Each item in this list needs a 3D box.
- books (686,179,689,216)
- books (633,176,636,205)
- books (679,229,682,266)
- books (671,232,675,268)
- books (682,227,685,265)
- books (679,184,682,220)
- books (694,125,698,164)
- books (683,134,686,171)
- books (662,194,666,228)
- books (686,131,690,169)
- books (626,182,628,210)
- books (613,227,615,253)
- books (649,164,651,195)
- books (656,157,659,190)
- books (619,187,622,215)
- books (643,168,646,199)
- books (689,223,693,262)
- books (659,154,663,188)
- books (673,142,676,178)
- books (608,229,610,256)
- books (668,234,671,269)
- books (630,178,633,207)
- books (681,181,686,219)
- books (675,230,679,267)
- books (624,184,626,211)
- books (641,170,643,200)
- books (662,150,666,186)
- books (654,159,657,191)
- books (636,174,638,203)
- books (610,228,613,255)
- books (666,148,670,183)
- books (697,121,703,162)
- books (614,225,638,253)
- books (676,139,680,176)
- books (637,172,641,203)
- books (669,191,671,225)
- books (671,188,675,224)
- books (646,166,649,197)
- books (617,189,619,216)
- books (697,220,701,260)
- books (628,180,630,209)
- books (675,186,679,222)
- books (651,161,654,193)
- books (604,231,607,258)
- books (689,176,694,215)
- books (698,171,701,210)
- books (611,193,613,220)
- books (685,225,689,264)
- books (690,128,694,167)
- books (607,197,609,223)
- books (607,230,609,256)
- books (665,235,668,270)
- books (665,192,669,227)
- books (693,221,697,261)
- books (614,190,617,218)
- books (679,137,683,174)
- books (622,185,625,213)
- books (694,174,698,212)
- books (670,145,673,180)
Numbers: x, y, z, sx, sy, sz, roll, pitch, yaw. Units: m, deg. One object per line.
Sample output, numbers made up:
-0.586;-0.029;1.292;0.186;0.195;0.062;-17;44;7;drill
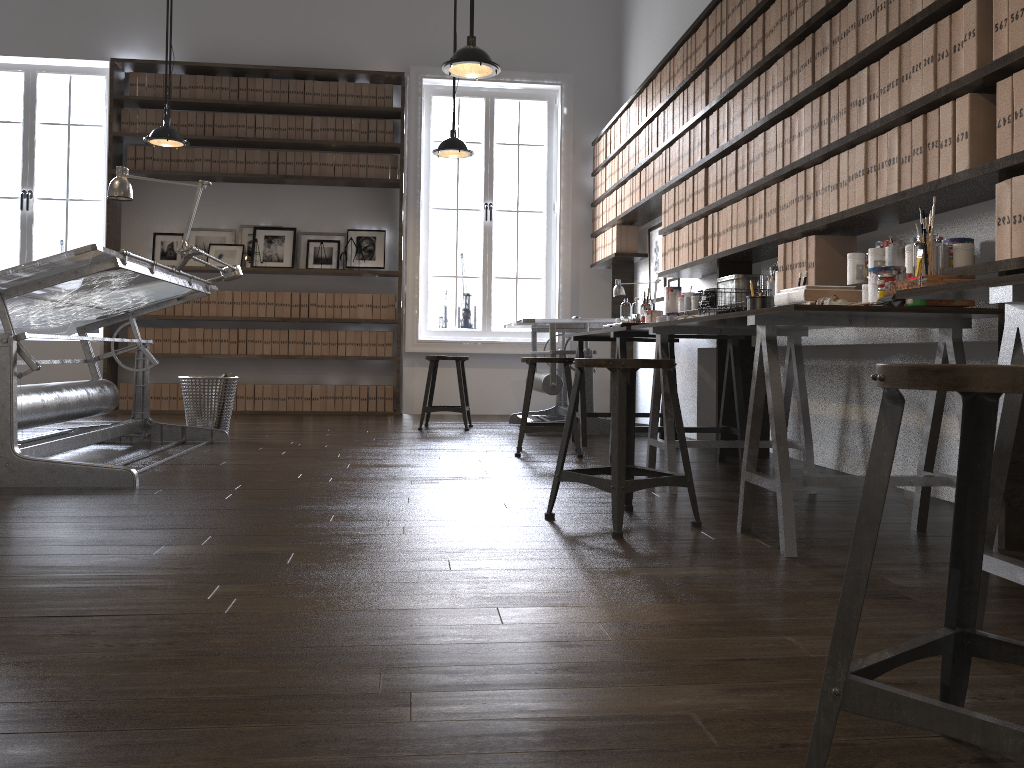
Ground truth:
1.109;-1.078;5.168;0.174;0.226;0.066;1;-1;-6;books
0.970;-1.389;6.420;0.174;0.226;0.066;1;-1;-6;books
1.091;-0.812;5.294;0.174;0.226;0.066;1;-1;-6;books
1.070;-0.816;5.433;0.174;0.226;0.067;1;-1;-6;books
1.095;-0.809;5.225;0.174;0.226;0.066;1;-1;-6;books
1.093;-1.083;5.309;0.174;0.226;0.066;1;-1;-6;books
1.128;-1.351;5.031;0.174;0.226;0.066;1;-1;-6;books
1.104;-1.358;5.235;0.174;0.226;0.066;1;-1;-6;books
1.050;-1.094;5.646;0.174;0.226;0.067;1;-1;-6;books
1.107;-1.356;5.168;0.174;0.226;0.067;1;-1;-6;books
0.945;-1.396;6.627;0.174;0.226;0.066;1;-1;-6;books
0.895;-1.140;7.070;0.174;0.226;0.066;1;-1;-6;books
1.019;-1.375;5.995;0.174;0.226;0.066;1;-1;-6;books
1.039;-1.369;5.799;0.174;0.226;0.066;1;-1;-6;books
0.920;-1.403;6.835;0.174;0.226;0.067;1;-1;-6;books
0.999;-1.380;6.136;0.174;0.226;0.066;1;-1;-6;books
1.108;-0.805;5.081;0.174;0.226;0.067;1;-1;-6;books
1.045;-1.367;5.727;0.174;0.226;0.067;1;-1;-6;books
1.081;-1.364;5.439;0.174;0.226;0.066;1;-1;-6;books
0.878;-1.145;7.206;0.174;0.226;0.066;1;-1;-6;books
1.063;-0.818;5.505;0.174;0.226;0.066;1;-1;-6;books
0.958;-1.391;6.482;0.174;0.226;0.067;1;-1;-6;books
1.096;-1.081;5.238;0.174;0.226;0.066;1;-1;-6;books
1.081;-0.814;5.364;0.174;0.226;0.066;1;-1;-6;books
0.942;-1.398;6.696;0.174;0.226;0.066;1;-1;-6;books
0.996;-1.382;6.207;0.174;0.226;0.066;1;-1;-6;books
1.052;-1.371;5.649;0.174;0.226;0.066;1;-1;-6;books
1.033;-1.371;5.862;0.174;0.226;0.066;1;-1;-6;books
0.979;-1.387;6.355;0.174;0.226;0.066;1;-1;-6;books
0.880;-1.142;7.139;0.174;0.226;0.067;1;-1;-6;books
1.064;-1.369;5.578;0.174;0.226;0.066;1;-1;-6;books
1.132;-1.349;4.960;0.174;0.226;0.066;1;-1;-6;books
0.901;-1.138;7.001;0.174;0.226;0.066;1;-1;-6;books
1.085;-1.362;5.369;0.174;0.226;0.067;1;-1;-6;books
0.982;-1.385;6.281;0.174;0.226;0.067;1;-1;-6;books
1.068;-1.090;5.513;0.174;0.226;0.066;1;-1;-6;books
1.071;-1.087;5.446;0.174;0.226;0.067;1;-1;-6;books
1.012;-1.378;6.066;0.174;0.226;0.066;1;-1;-6;books
0.913;-1.405;6.916;0.174;0.226;0.066;1;-1;-6;books
1.129;-0.801;4.953;0.174;0.226;0.066;1;-1;-6;books
0.950;-1.394;6.554;0.174;0.226;0.066;1;-1;-6;books
1.085;-1.085;5.379;0.174;0.226;0.066;1;-1;-6;books
1.021;-1.373;5.928;0.174;0.226;0.067;1;-1;-6;books
0.859;-1.149;7.340;0.174;0.226;0.067;1;-1;-6;books
1.112;-1.076;5.093;0.174;0.226;0.067;1;-1;-6;books
1.132;-1.071;4.944;0.174;0.226;0.066;1;-1;-6;books
0.889;-1.420;7.143;0.174;0.226;0.066;1;-1;-6;books
1.100;-0.807;5.152;0.174;0.226;0.066;1;-1;-6;books
1.120;-1.353;5.102;0.174;0.226;0.066;1;-1;-6;books
0.872;-1.424;7.281;0.174;0.226;0.066;1;-1;-6;books
0.869;-1.146;7.268;0.174;0.226;0.066;1;-1;-6;books
1.058;-0.821;5.568;0.174;0.226;0.066;1;-1;-6;books
1.060;-1.091;5.575;0.174;0.226;0.066;1;-1;-6;books
1.119;-0.803;5.018;0.174;0.226;0.066;1;-1;-6;books
0.899;-1.415;7.005;0.174;0.226;0.067;1;-1;-6;books
1.095;-1.360;5.297;0.174;0.226;0.066;1;-1;-6;books
0.932;-1.400;6.765;0.174;0.226;0.066;1;-1;-6;books
1.126;-1.073;5.020;0.174;0.226;0.066;1;-1;-6;books
1.076;-1.367;5.509;0.174;0.226;0.066;1;-1;-6;books
